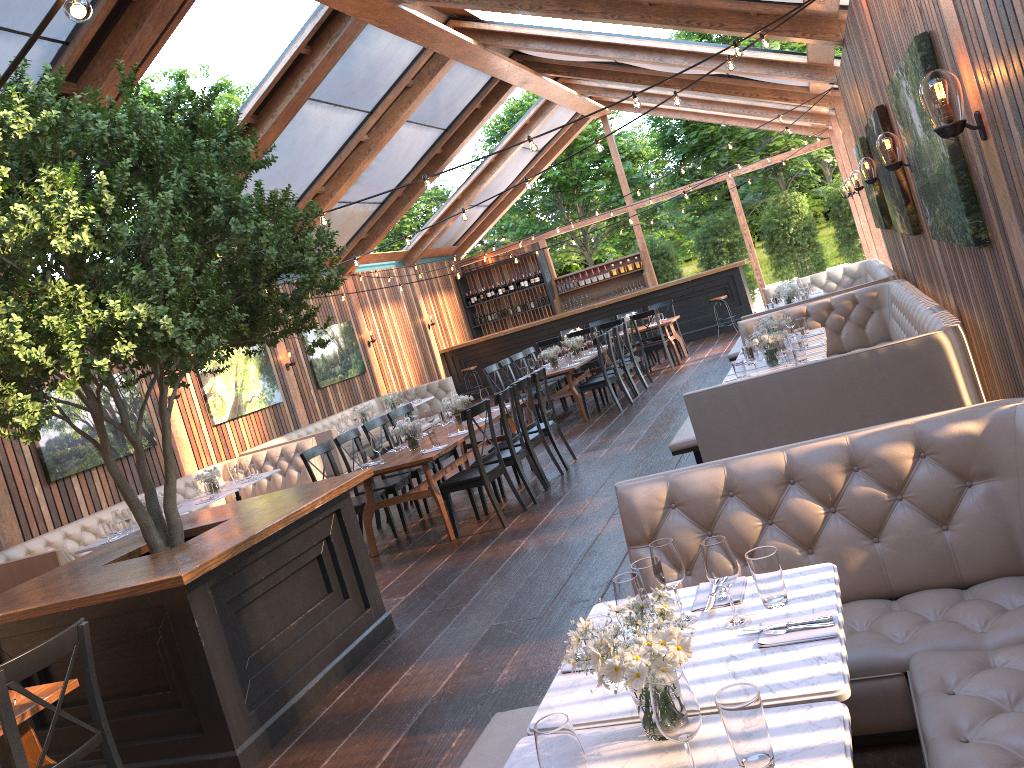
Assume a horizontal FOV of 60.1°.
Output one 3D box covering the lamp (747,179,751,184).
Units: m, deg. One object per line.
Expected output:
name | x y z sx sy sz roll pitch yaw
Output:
lamp | 4.658 -3.973 17.373 0.064 0.118 0.057 -16 2 23

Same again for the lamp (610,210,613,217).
lamp | 1.849 -3.171 16.445 0.057 0.121 0.056 -19 2 -43

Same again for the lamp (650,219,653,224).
lamp | 2.962 -3.448 18.777 0.056 0.121 0.056 -17 2 -11

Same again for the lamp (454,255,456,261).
lamp | -1.080 -2.363 16.630 0.057 0.119 0.058 -18 2 -26

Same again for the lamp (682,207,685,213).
lamp | 3.534 -3.594 18.311 0.056 0.121 0.056 -17 2 -17

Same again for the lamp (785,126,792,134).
lamp | 3.480 -3.192 11.121 0.068 0.117 0.057 -16 2 28

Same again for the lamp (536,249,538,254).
lamp | 0.570 -3.079 20.593 0.056 0.119 0.062 -16 2 27

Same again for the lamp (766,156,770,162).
lamp | 4.726 -4.151 16.318 0.056 0.121 0.056 -17 2 -1

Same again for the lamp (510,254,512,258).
lamp | -0.039 -3.041 21.052 0.058 0.119 0.056 -18 2 -25

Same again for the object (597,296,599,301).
object | 2.017 -1.997 20.717 0.123 0.096 0.125 -15 4 32

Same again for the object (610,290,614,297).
object | 2.322 -2.085 20.454 0.097 0.134 0.097 -17 2 7

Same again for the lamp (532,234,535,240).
lamp | 0.389 -2.742 16.534 0.057 0.120 0.056 -18 2 -23

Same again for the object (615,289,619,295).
object | 2.430 -2.114 20.406 0.097 0.134 0.097 -17 2 7

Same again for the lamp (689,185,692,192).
lamp | 3.296 -3.620 16.372 0.056 0.121 0.057 -16 2 37

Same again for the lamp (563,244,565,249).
lamp | 1.175 -3.137 20.139 0.056 0.119 0.061 -16 2 20

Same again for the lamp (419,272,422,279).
lamp | -1.631 -1.926 15.683 0.056 0.121 0.057 -16 2 36

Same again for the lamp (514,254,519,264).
lamp | 0.048 -1.585 11.241 0.056 0.120 0.057 -16 2 26

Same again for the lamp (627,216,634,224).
lamp | 1.497 -2.073 11.164 0.057 0.120 0.056 -18 2 -19

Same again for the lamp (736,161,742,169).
lamp | 2.856 -2.755 11.124 0.060 0.119 0.056 -18 2 -38

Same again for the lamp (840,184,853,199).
lamp | 6.166 -3.533 16.330 0.177 0.320 0.147 -16 2 21

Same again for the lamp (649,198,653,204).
lamp | 2.575 -3.390 16.408 0.056 0.121 0.057 -16 2 40

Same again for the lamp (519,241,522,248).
lamp | 0.129 -2.256 14.292 0.056 0.121 0.056 -17 2 -11

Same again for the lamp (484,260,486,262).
lamp | -0.657 -3.020 21.484 0.056 0.117 0.067 -17 2 7

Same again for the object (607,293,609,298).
object | 2.218 -2.054 20.671 0.123 0.096 0.125 -15 4 32

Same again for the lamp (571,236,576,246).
lamp | 0.777 -1.809 11.196 0.056 0.121 0.057 -16 2 20

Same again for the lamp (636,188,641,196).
lamp | 1.846 -2.803 12.931 0.056 0.120 0.056 -17 2 -3

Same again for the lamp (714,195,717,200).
lamp | 4.110 -3.769 17.859 0.056 0.120 0.056 -17 2 -14

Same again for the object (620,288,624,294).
object | 2.536 -2.144 20.384 0.097 0.134 0.097 -17 2 7

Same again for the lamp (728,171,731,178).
lamp | 4.017 -3.872 16.345 0.056 0.121 0.057 -17 2 14

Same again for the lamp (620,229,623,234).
lamp | 2.370 -3.318 19.223 0.059 0.119 0.056 -17 2 -6

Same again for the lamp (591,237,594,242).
lamp | 1.786 -3.220 19.697 0.057 0.121 0.056 -18 2 -37

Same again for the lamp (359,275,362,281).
lamp | -2.845 -1.990 16.608 0.057 0.118 0.065 -18 2 -19

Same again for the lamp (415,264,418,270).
lamp | -1.814 -2.214 16.697 0.060 0.119 0.057 -16 2 37

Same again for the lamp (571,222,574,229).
lamp | 1.124 -2.954 16.477 0.056 0.120 0.057 -16 2 27

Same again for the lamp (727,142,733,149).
lamp | 2.956 -3.239 12.003 0.056 0.114 0.076 -16 2 19

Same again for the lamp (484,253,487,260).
lamp | -0.456 -2.120 14.744 0.056 0.119 0.059 -17 2 0

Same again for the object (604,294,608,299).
object | 2.190 -2.032 20.519 0.123 0.096 0.125 -15 4 32

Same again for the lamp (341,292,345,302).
lamp | -2.181 -1.121 11.388 0.057 0.120 0.056 -18 2 -41

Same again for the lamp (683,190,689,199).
lamp | 2.190 -2.385 11.147 0.056 0.120 0.057 -16 2 18

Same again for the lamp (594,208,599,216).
lamp | 1.279 -2.599 13.374 0.056 0.121 0.057 -16 2 35

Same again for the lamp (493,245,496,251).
lamp | -0.343 -2.542 16.581 0.057 0.120 0.056 -18 2 -19

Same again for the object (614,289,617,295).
object | 2.425 -2.125 20.550 0.097 0.134 0.097 -17 2 7

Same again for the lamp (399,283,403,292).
lamp | -1.430 -1.237 11.332 0.056 0.121 0.056 -17 2 8

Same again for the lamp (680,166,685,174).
lamp | 2.393 -3.013 12.452 0.057 0.114 0.074 -18 2 -23

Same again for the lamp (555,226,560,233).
lamp | 0.712 -2.416 13.827 0.056 0.119 0.057 -16 2 15

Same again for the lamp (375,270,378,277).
lamp | -2.567 -2.091 16.733 0.057 0.120 0.056 -17 2 -18

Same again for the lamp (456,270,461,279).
lamp | -0.686 -1.392 11.268 0.056 0.120 0.057 -16 2 40

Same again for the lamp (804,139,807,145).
lamp | 5.405 -4.463 16.312 0.056 0.117 0.067 -16 2 28

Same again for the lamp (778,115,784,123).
lamp | 3.517 -3.472 11.565 0.056 0.118 0.064 -17 2 -6

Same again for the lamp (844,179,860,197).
lamp | 5.268 -3.038 13.740 0.177 0.320 0.147 -16 2 21

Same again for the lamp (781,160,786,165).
lamp | 5.194 -4.236 16.921 0.056 0.120 0.057 -16 2 29

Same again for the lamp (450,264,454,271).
lamp | -1.036 -2.003 15.217 0.057 0.121 0.056 -18 2 -35

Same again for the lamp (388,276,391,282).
lamp | -2.240 -1.916 16.141 0.067 0.118 0.056 -19 2 -40
